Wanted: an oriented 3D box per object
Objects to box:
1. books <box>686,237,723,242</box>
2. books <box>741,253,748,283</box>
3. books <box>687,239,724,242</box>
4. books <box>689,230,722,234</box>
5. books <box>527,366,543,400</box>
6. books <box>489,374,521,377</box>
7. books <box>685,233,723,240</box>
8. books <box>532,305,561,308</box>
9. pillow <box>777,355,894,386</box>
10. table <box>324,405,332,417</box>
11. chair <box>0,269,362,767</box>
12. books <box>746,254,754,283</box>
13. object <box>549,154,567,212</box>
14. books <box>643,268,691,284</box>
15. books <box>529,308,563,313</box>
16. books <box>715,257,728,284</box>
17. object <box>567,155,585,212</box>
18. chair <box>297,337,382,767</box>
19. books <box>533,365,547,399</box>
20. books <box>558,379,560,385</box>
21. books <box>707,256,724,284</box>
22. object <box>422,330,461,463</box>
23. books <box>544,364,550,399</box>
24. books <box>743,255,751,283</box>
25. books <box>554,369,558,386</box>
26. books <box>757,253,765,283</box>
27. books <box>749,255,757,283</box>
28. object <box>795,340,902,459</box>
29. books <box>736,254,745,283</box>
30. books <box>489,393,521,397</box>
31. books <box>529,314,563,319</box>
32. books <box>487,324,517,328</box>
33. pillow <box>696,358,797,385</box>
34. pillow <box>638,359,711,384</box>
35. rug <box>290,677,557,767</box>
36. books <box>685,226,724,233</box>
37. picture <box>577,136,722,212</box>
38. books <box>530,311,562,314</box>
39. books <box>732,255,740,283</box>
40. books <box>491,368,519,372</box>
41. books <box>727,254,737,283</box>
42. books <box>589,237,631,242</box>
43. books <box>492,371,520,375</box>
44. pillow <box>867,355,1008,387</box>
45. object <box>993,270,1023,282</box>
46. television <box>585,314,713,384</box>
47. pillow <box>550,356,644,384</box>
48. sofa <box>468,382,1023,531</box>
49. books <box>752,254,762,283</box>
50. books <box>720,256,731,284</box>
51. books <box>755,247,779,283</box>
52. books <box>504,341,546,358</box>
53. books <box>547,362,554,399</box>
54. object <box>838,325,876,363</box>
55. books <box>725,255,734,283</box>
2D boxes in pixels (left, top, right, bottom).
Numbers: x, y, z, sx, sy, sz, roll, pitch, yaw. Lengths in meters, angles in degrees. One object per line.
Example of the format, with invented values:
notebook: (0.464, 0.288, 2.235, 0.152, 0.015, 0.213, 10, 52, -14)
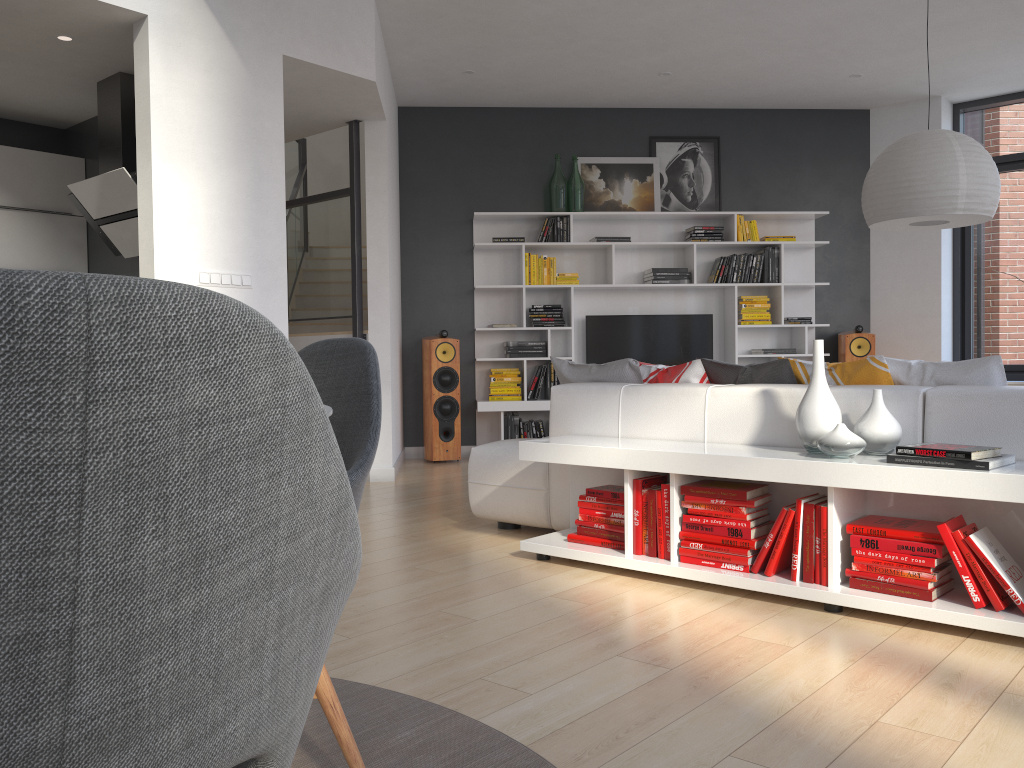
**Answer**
books: (1.643, -1.237, 7.584, 0.264, 0.020, 0.189, -1, 2, -6)
books: (1.958, -0.980, 7.595, 0.066, 0.260, 0.197, -1, 2, -4)
books: (1.645, -1.212, 7.581, 0.284, 0.030, 0.214, -1, 2, -1)
books: (1.649, -1.290, 7.575, 0.246, 0.026, 0.180, -1, 2, -2)
books: (0.180, -0.013, 7.521, 0.142, 0.284, 0.232, -1, 2, -4)
books: (-0.056, -0.070, 7.515, 0.238, 0.023, 0.167, 0, 2, 12)
books: (1.644, -1.263, 7.603, 0.284, 0.030, 0.214, -1, 2, -1)
books: (0.293, -0.650, 7.489, 0.246, 0.026, 0.180, -1, 2, 3)
pillow: (2.188, 0.091, 3.671, 2.095, 0.440, 0.630, -1, 2, -2)
table: (-1.000, 0.433, 1.197, 1.499, 0.764, 1.499, 0, 2, 30)
chair: (-0.439, 0.385, 0.664, 0.619, 0.891, 0.655, 1, 2, 42)
books: (2.003, -0.977, 7.596, 0.075, 0.254, 0.192, -1, 2, -5)
object: (0.387, -1.679, 7.451, 0.157, 0.507, 0.157, -1, 2, 9)
books: (1.325, -0.910, 7.582, 0.343, 0.137, 0.277, -1, 2, -9)
books: (0.291, -0.623, 7.517, 0.284, 0.030, 0.214, -1, 2, 4)
books: (1.772, -0.963, 7.583, 0.096, 0.234, 0.187, -1, 2, -4)
object: (0.539, -1.683, 7.518, 0.157, 0.507, 0.157, -1, 2, 9)
chair: (-0.552, 0.359, 1.622, 0.619, 0.891, 0.655, -2, 2, -42)
books: (0.233, -0.016, 7.507, 0.100, 0.289, 0.210, -1, 2, -5)
books: (0.391, -0.031, 7.528, 0.034, 0.315, 0.239, -1, 2, -4)
books: (1.738, -0.963, 7.576, 0.104, 0.234, 0.182, -1, 2, -4)
object: (-0.604, 0.098, 7.398, 0.290, 1.088, 0.434, -1, 2, -19)
books: (0.298, -0.021, 7.513, 0.028, 0.301, 0.213, -1, 2, -4)
books: (1.982, -0.969, 7.569, 0.069, 0.242, 0.172, -1, 2, -3)
books: (0.361, -0.036, 7.526, 0.026, 0.326, 0.237, -1, 2, -4)
books: (2.101, -0.982, 7.602, 0.066, 0.260, 0.197, -1, 2, -4)
books: (2.030, -0.973, 7.585, 0.071, 0.243, 0.179, -1, 2, -5)
object: (1.136, 0.045, 3.058, 0.319, 0.398, 0.316, -2, 2, -25)
books: (1.925, -0.974, 7.592, 0.084, 0.249, 0.191, -1, 2, -4)
books: (-0.059, 0.091, 7.503, 0.269, 0.025, 0.213, -1, 2, -1)
books: (0.289, -0.572, 7.495, 0.284, 0.030, 0.214, -1, 2, 4)
books: (-0.082, -0.484, 7.464, 0.209, 0.030, 0.266, -1, 2, -11)
pillow: (1.685, 0.090, 3.398, 2.120, 0.436, 0.608, 0, 2, 37)
pillow: (1.433, 0.114, 3.607, 2.250, 0.449, 0.575, 1, 2, 38)
rug: (-1.003, 0.821, 1.215, 2.499, 0.010, 2.499, 0, 2, 14)
books: (1.645, -1.317, 7.586, 0.266, 0.030, 0.209, -1, 2, -11)
picture: (1.180, -1.792, 7.663, 1.279, 0.707, 0.076, -1, 2, -4)
books: (0.288, -0.597, 7.498, 0.264, 0.020, 0.189, -1, 2, -1)
books: (1.888, -0.969, 7.585, 0.068, 0.243, 0.179, -1, 2, -5)
books: (-0.060, -0.119, 7.534, 0.234, 0.024, 0.171, -1, 2, 0)
books: (1.860, -0.975, 7.589, 0.075, 0.254, 0.192, -1, 2, -5)
books: (0.827, -1.208, 7.519, 0.310, 0.047, 0.250, -1, 2, -9)
books: (-0.048, -0.094, 7.511, 0.234, 0.024, 0.171, -1, 2, 0)
pillow: (2.501, 0.067, 3.729, 2.156, 0.456, 0.580, -1, 2, -23)
object: (1.729, -0.119, 2.431, 0.607, 0.744, 0.406, -1, 2, -9)
television: (1.180, -0.241, 7.609, 1.102, 0.704, 0.207, -1, 2, -4)
pillow: (1.577, 0.073, 3.919, 2.953, 0.453, 0.647, 0, 2, 29)
sofa: (1.905, 0.331, 4.291, 3.424, 0.732, 2.614, 1, 2, 41)
books: (2.067, -0.976, 7.599, 0.084, 0.249, 0.191, -1, 2, -4)
books: (1.804, -0.964, 7.571, 0.081, 0.233, 0.169, -1, 2, -5)
books: (2.195, -1.009, 7.636, 0.128, 0.321, 0.259, -1, 2, -4)
books: (0.107, -0.290, 7.515, 0.343, 0.137, 0.277, -1, 2, -4)
books: (0.329, -0.030, 7.520, 0.034, 0.314, 0.237, -1, 2, -4)
object: (2.959, 0.042, 7.639, 0.290, 1.088, 0.434, 0, 2, 11)
books: (1.839, -0.967, 7.561, 0.069, 0.242, 0.172, -1, 2, -3)
